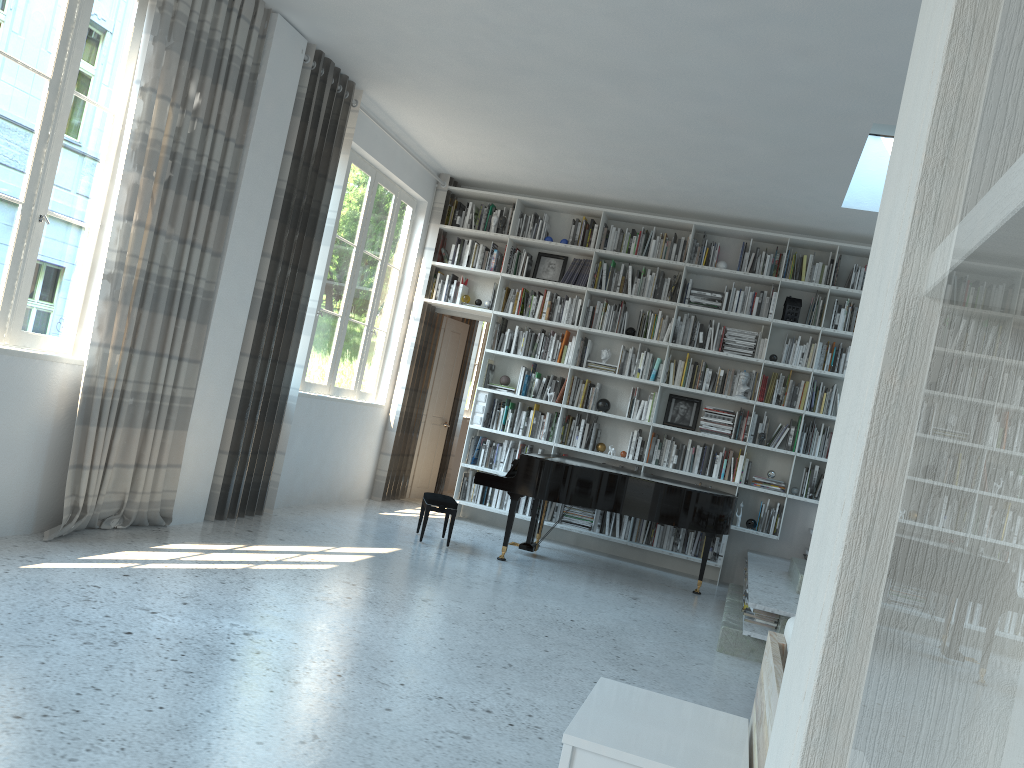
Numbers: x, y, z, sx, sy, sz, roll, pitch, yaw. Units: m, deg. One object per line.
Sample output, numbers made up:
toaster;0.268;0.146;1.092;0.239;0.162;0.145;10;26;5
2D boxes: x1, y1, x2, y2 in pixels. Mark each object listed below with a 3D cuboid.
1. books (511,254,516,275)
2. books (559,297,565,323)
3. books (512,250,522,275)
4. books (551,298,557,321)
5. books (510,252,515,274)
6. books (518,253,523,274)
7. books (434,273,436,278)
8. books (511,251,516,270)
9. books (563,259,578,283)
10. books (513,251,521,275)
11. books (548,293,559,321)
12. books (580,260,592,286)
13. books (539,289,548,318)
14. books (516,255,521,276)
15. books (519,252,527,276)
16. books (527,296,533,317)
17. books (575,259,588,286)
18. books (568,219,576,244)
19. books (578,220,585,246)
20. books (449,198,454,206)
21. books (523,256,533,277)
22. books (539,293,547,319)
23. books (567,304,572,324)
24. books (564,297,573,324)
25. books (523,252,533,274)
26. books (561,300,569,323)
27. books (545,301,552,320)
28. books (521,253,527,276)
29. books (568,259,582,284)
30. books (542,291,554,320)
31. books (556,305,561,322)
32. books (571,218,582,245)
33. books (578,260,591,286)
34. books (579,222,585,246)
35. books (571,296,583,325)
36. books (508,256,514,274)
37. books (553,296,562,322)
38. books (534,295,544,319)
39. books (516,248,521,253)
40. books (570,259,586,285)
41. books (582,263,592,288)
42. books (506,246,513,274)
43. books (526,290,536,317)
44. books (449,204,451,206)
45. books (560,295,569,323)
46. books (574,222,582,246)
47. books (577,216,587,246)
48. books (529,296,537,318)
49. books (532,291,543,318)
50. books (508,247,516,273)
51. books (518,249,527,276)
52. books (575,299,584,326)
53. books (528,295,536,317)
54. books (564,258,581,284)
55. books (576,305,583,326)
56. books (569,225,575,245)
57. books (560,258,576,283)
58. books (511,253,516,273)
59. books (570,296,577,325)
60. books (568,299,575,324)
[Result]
books;0.035;-1.130;8.576;0.004;0.214;0.186;12;-1;15
books;0.484;-0.687;8.461;0.035;0.260;0.131;12;-1;15
books;0.049;-1.150;8.587;0.009;0.260;0.184;12;-1;15
books;0.413;-0.687;8.461;0.013;0.232;0.171;12;-1;15
books;0.020;-1.144;8.605;0.005;0.238;0.154;12;-1;15
books;0.097;-1.132;8.577;0.019;0.243;0.153;12;-1;15
books;-0.780;-0.951;8.781;0.011;0.272;0.189;12;-1;15
books;0.029;-1.162;8.603;0.005;0.277;0.147;12;-1;15
books;0.571;-1.050;8.466;0.110;0.279;0.174;12;-1;15
books;0.060;-1.141;8.571;0.004;0.246;0.189;12;-1;15
books;0.403;-0.716;8.477;0.025;0.286;0.161;12;-1;15
books;0.717;-1.026;8.425;0.078;0.285;0.174;12;-1;15
books;0.309;-0.745;8.504;0.014;0.304;0.151;12;-1;15
books;0.080;-1.123;8.570;0.018;0.218;0.186;12;-1;15
books;0.119;-1.135;8.560;0.023;0.258;0.183;12;-1;15
books;0.186;-0.726;8.522;0.014;0.218;0.164;12;-1;15
books;0.675;-1.035;8.437;0.078;0.285;0.174;12;-1;15
books;0.575;-1.426;8.491;0.013;0.278;0.151;12;-1;15
books;0.675;-1.408;8.456;0.013;0.283;0.166;12;-1;15
books;-0.635;-1.688;8.814;0.012;0.307;0.180;12;-1;15
books;0.153;-1.105;8.549;0.012;0.214;0.185;12;-1;15
books;0.318;-0.727;8.481;0.023;0.271;0.187;12;-1;15
books;0.559;-0.644;8.427;0.013;0.206;0.172;12;-1;15
books;0.545;-0.676;8.420;0.022;0.263;0.174;12;-1;15
books;0.148;-1.127;8.560;0.012;0.254;0.166;12;-1;15
books;0.517;-0.666;8.427;0.030;0.230;0.172;12;-1;15
books;0.361;-0.680;8.457;0.029;0.195;0.192;12;-1;15
books;0.137;-1.127;8.564;0.011;0.250;0.168;12;-1;15
books;0.614;-1.042;8.454;0.110;0.279;0.174;12;-1;15
books;0.344;-0.729;8.469;0.030;0.285;0.185;12;-1;15
books;0.454;-0.655;8.461;0.022;0.186;0.136;12;-1;15
books;0.615;-1.419;8.462;0.024;0.279;0.188;12;-1;15
books;0.697;-1.030;8.436;0.078;0.285;0.174;12;-1;15
books;0.681;-1.398;8.441;0.010;0.263;0.156;12;-1;15
books;0.617;-0.675;8.407;0.022;0.289;0.169;12;-1;15
books;0.008;-1.129;8.607;0.015;0.207;0.172;12;-1;15
books;0.439;-0.696;8.470;0.029;0.260;0.158;12;-1;15
books;0.272;-0.719;8.509;0.047;0.238;0.162;12;-1;15
books;0.036;-1.167;8.605;0.006;0.289;0.144;12;-1;15
books;0.637;-1.040;8.427;0.097;0.282;0.174;12;-1;15
books;0.735;-1.023;8.406;0.078;0.285;0.174;12;-1;15
books;-0.010;-1.179;8.601;0.005;0.292;0.184;12;-1;15
books;0.183;-0.757;8.538;0.012;0.277;0.150;12;-1;15
books;-0.628;-1.652;8.822;0.011;0.241;0.151;12;-1;15
books;0.503;-0.694;8.437;0.012;0.281;0.188;12;-1;15
books;0.636;-1.399;8.454;0.028;0.249;0.155;12;-1;15
books;0.670;-1.428;8.474;0.014;0.320;0.137;12;-1;15
books;0.218;-0.719;8.513;0.031;0.217;0.173;12;-1;15
books;0.246;-0.742;8.513;0.014;0.272;0.180;12;-1;15
books;0.005;-1.172;8.607;0.006;0.287;0.148;12;-1;15
books;0.111;-1.148;8.573;0.005;0.281;0.191;12;-1;15
books;0.640;-0.657;8.396;0.035;0.264;0.178;12;-1;15
books;0.201;-0.729;8.526;0.011;0.229;0.170;12;-1;15
books;0.588;-1.047;8.443;0.110;0.279;0.174;12;-1;15
books;0.662;-0.622;8.362;0.039;0.202;0.236;12;-1;15
books;0.585;-1.394;8.473;0.028;0.218;0.153;12;-1;15
books;0.547;-1.056;8.463;0.110;0.279;0.174;12;-1;15
books;0.033;-1.137;8.587;0.009;0.228;0.184;12;-1;15
books;0.598;-0.680;8.399;0.012;0.291;0.182;12;-1;15
books;0.585;-0.669;8.432;0.024;0.266;0.155;12;-1;15
